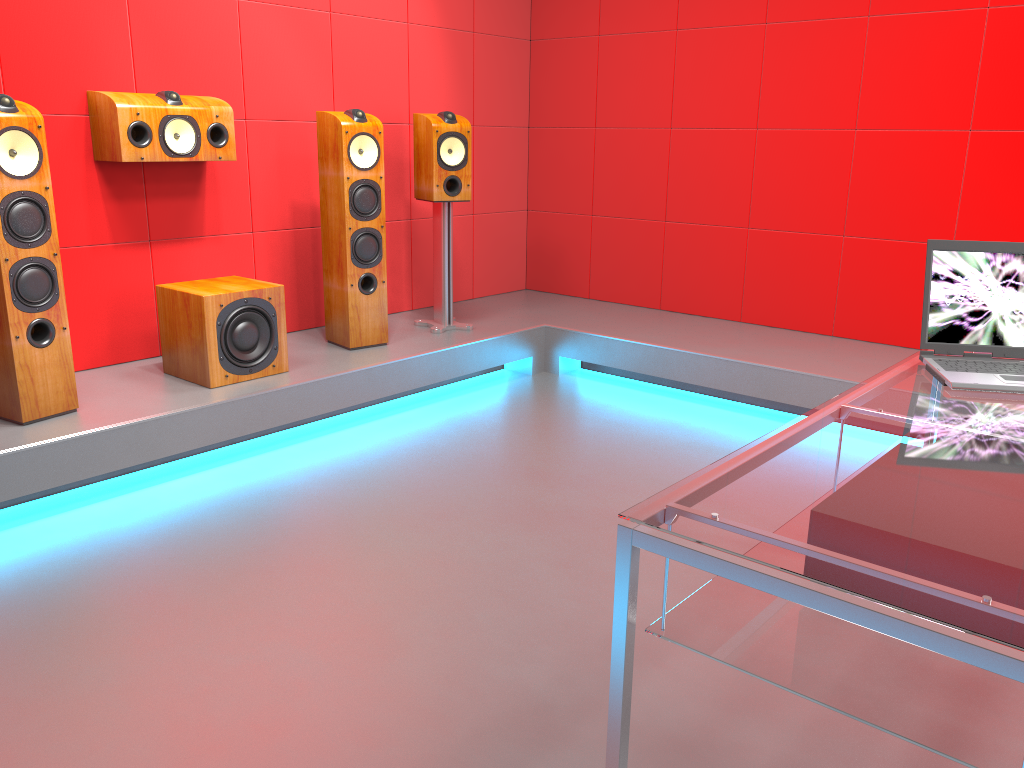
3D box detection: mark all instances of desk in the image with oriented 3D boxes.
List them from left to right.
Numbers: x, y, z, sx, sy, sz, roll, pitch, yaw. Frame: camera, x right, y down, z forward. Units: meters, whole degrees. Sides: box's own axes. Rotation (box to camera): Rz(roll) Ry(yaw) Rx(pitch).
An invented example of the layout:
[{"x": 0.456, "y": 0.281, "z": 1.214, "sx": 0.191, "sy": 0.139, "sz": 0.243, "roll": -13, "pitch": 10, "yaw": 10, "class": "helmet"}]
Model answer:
[{"x": 0.837, "y": 0.418, "z": 1.712, "sx": 0.594, "sy": 0.690, "sz": 1.617, "roll": 14, "pitch": 20, "yaw": 38, "class": "desk"}]

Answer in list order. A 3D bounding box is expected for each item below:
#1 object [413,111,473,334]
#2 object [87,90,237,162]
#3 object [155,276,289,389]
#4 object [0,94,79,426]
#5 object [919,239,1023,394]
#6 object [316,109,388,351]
[{"x": -0.344, "y": -0.802, "z": 4.407, "sx": 0.231, "sy": 1.058, "sz": 0.265, "roll": -8, "pitch": 18, "yaw": -29, "class": "object"}, {"x": -1.396, "y": -1.037, "z": 3.566, "sx": 0.235, "sy": 0.271, "sz": 0.493, "roll": 14, "pitch": 20, "yaw": 38, "class": "object"}, {"x": -1.161, "y": -0.220, "z": 3.575, "sx": 0.360, "sy": 0.360, "sz": 0.360, "roll": 14, "pitch": 20, "yaw": 38, "class": "object"}, {"x": -1.650, "y": -0.405, "z": 2.925, "sx": 0.238, "sy": 1.052, "sz": 0.203, "roll": 10, "pitch": 18, "yaw": 29, "class": "object"}, {"x": 1.123, "y": -0.153, "z": 1.959, "sx": 0.342, "sy": 0.285, "sz": 0.340, "roll": 4, "pitch": 16, "yaw": 10, "class": "object"}, {"x": -0.717, "y": -0.696, "z": 4.018, "sx": 0.203, "sy": 1.052, "sz": 0.238, "roll": -12, "pitch": 20, "yaw": -38, "class": "object"}]
